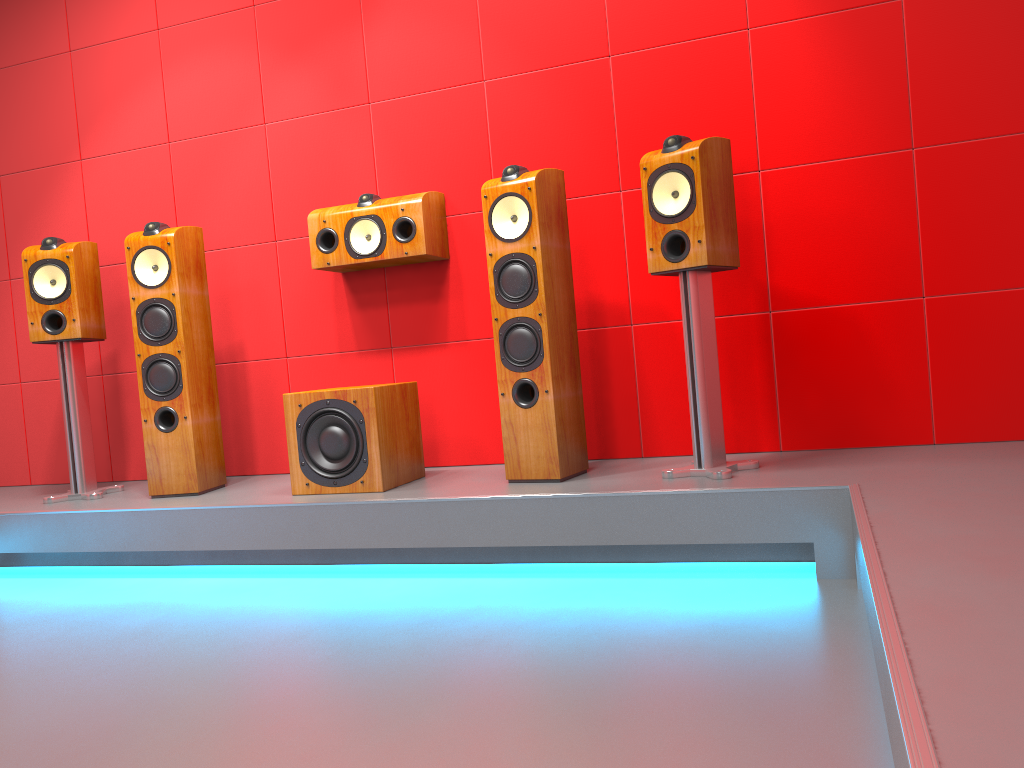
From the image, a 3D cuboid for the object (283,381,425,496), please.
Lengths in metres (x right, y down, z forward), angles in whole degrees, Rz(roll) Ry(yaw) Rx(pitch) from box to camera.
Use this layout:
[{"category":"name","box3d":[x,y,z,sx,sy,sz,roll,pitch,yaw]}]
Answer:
[{"category":"object","box3d":[-0.567,0.192,3.219,0.360,0.360,0.360,-4,2,19]}]

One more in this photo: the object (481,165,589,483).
[{"category":"object","box3d":[0.077,-0.205,3.003,0.203,1.052,0.238,-4,2,29]}]

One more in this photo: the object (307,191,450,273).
[{"category":"object","box3d":[-0.529,-0.609,3.503,0.493,0.271,0.235,-4,2,19]}]

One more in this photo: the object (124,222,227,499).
[{"category":"object","box3d":[-1.311,-0.098,3.459,0.203,1.052,0.238,-5,2,9]}]

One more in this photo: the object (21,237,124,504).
[{"category":"object","box3d":[-1.799,-0.064,3.628,0.231,1.058,0.265,-5,2,-1]}]

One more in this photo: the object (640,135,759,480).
[{"category":"object","box3d":[0.587,-0.246,2.803,0.231,1.058,0.265,-4,2,39]}]
